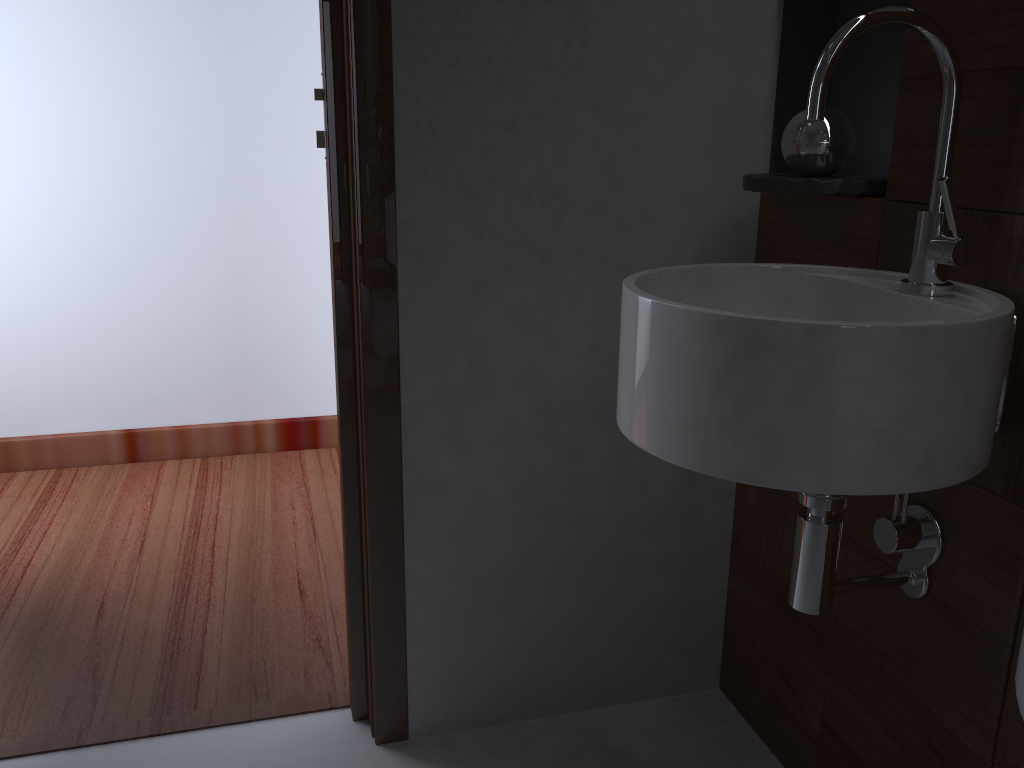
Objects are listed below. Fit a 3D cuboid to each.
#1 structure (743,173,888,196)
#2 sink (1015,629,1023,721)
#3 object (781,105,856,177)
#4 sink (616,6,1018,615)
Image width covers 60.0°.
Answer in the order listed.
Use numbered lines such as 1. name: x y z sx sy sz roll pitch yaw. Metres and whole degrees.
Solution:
1. structure: 0.457 -0.297 1.316 0.222 0.023 0.220 11 19 33
2. sink: 0.499 0.112 0.432 0.417 0.715 0.415 -4 16 -15
3. object: 0.609 -0.190 0.713 0.104 0.104 1.350 -4 16 -15
4. sink: 0.334 -0.053 1.019 0.417 0.715 0.415 -4 16 -15
